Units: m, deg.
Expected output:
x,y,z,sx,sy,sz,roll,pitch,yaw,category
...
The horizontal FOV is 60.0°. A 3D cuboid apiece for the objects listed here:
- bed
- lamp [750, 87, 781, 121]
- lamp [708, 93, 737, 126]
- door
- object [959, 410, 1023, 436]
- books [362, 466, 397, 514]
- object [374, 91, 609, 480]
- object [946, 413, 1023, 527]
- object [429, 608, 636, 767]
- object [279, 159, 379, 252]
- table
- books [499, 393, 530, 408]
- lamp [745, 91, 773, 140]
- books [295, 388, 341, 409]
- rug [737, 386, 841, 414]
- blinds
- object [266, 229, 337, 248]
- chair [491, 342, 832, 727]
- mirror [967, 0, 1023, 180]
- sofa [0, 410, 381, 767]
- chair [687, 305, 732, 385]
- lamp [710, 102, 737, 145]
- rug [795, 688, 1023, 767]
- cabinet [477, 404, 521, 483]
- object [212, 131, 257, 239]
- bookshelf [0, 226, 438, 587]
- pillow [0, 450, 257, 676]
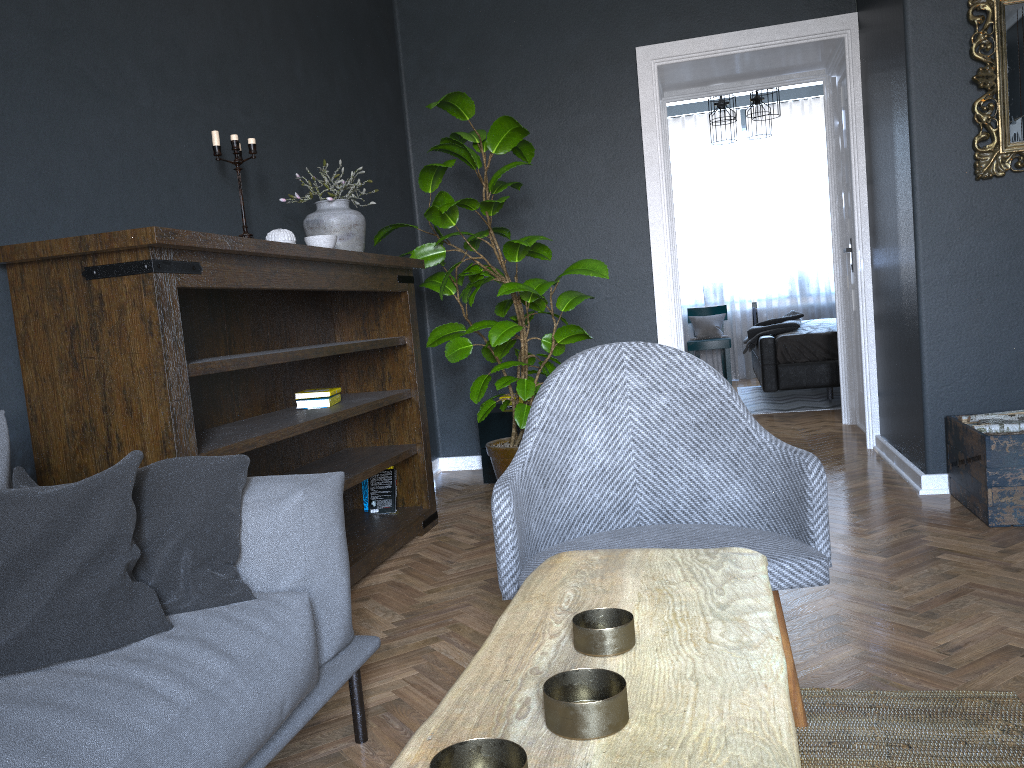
x,y,z,sx,sy,sz,roll,pitch,yaw,category
3.102,-0.533,7.279,2.375,1.163,2.262,-4,5,13,bed
1.935,-2.444,6.838,0.210,0.770,0.209,-3,6,27,lamp
1.689,-2.482,7.190,0.210,0.715,0.209,-3,6,27,lamp
2.046,-0.790,5.156,0.162,2.190,0.855,-4,5,13,door
1.903,0.227,3.309,0.370,0.247,0.532,-4,5,14,object
-0.576,0.468,3.902,0.179,0.193,0.122,-4,5,17,books
-0.095,-0.361,4.149,1.118,1.901,0.762,-5,5,7,object
1.905,0.303,3.317,0.383,0.326,0.551,-4,5,13,object
0.052,0.270,0.766,0.103,0.033,0.368,-3,5,24,object
-0.711,-0.692,3.499,0.385,0.413,0.275,-6,5,-8,object
0.135,0.543,0.917,0.339,0.550,0.786,-4,5,13,table
0.046,0.089,4.946,0.215,0.066,0.162,-5,5,9,books
2.153,-2.549,7.793,0.210,0.748,0.209,-3,6,27,lamp
-0.720,0.077,3.409,0.174,0.113,0.196,-5,5,2,books
2.649,0.083,7.421,1.458,0.013,2.042,-4,5,13,rug
2.557,-1.461,9.227,3.993,2.793,0.312,-4,5,13,blinds
-0.754,-0.508,3.183,0.255,0.104,0.118,-7,5,-21,object
0.278,0.325,1.819,0.645,0.812,0.494,-6,5,-8,chair
2.304,-1.227,3.345,1.057,0.785,0.067,-4,5,13,mirror
-0.992,0.516,0.960,0.970,0.799,2.336,-4,5,13,sofa
2.015,-0.389,9.051,0.436,0.800,0.591,-4,5,13,chair
1.785,-2.469,7.570,0.210,0.805,0.209,-3,6,27,lamp
0.357,0.789,1.033,1.004,0.013,2.008,-4,5,13,rug
0.197,0.308,4.902,0.650,0.391,0.455,-4,5,13,cabinet
-0.948,-0.649,3.053,0.129,0.438,0.145,-10,7,-40,object
-0.765,0.146,3.059,0.451,1.174,1.915,-4,5,13,bookshelf
-0.816,0.275,1.533,0.442,0.362,0.796,-2,5,31,pillow
